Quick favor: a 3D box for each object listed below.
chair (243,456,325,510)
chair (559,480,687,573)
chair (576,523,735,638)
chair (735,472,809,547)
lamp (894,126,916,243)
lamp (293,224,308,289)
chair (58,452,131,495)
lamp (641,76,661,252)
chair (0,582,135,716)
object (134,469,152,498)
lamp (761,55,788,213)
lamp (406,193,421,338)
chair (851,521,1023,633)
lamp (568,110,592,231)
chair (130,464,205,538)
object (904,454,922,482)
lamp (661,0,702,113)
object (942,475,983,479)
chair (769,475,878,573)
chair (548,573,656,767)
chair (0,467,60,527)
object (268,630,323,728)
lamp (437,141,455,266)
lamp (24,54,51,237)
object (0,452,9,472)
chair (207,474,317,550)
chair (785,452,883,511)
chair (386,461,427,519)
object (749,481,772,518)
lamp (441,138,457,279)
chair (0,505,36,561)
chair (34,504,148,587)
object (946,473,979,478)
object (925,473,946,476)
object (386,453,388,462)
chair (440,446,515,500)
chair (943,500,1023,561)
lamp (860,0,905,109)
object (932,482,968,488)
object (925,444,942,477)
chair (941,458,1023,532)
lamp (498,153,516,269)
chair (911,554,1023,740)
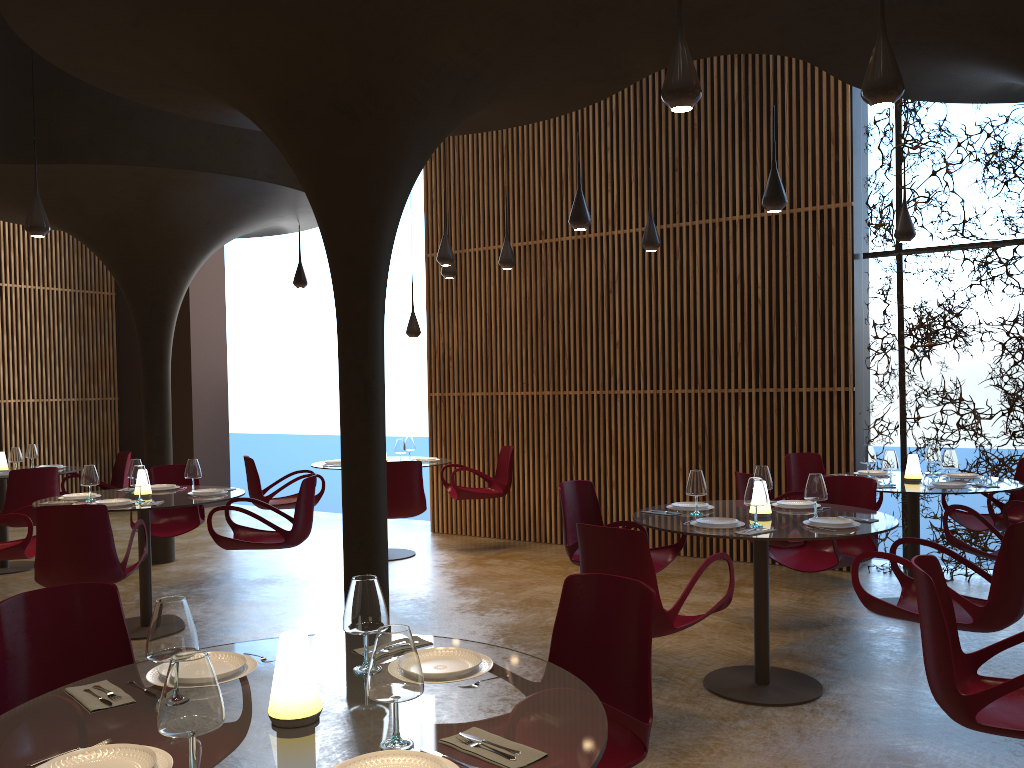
[{"bbox_3d":[-2.665,1.137,10.321,0.872,0.636,0.625,-1,1,-22],"label":"chair"},{"bbox_3d":[0.776,1.065,6.620,0.872,0.636,0.624,-1,1,38],"label":"chair"},{"bbox_3d":[0.763,1.061,4.980,0.625,0.636,0.872,0,1,43],"label":"chair"},{"bbox_3d":[2.301,1.040,7.408,0.872,0.636,0.625,-1,1,-17],"label":"chair"},{"bbox_3d":[3.698,-4.495,8.393,0.196,6.280,0.196,-2,2,-32],"label":"lamp"},{"bbox_3d":[-2.776,-4.370,11.336,0.196,6.280,0.196,-1,1,8],"label":"lamp"},{"bbox_3d":[-5.189,1.185,11.000,0.872,0.636,0.625,-1,1,-39],"label":"chair"},{"bbox_3d":[1.314,-4.451,8.664,0.196,6.280,0.196,-1,1,8],"label":"lamp"},{"bbox_3d":[-1.445,1.096,3.164,0.872,0.636,0.624,-1,1,38],"label":"chair"},{"bbox_3d":[-3.155,0.847,7.577,0.144,0.232,0.142,-1,1,26],"label":"object"},{"bbox_3d":[1.966,-4.468,6.757,0.196,6.280,0.196,-1,1,-12],"label":"lamp"},{"bbox_3d":[-1.320,-3.730,11.298,0.196,6.280,0.196,-1,1,8],"label":"lamp"},{"bbox_3d":[2.451,1.030,4.965,0.872,0.636,0.624,-1,1,43],"label":"chair"},{"bbox_3d":[0.519,-4.440,7.404,0.196,6.280,0.196,-1,1,-12],"label":"lamp"},{"bbox_3d":[-3.361,1.146,8.725,0.625,0.636,0.872,-1,0,-14],"label":"chair"},{"bbox_3d":[3.491,0.727,7.713,0.144,0.232,0.142,-1,1,-2],"label":"object"},{"bbox_3d":[0.755,-4.453,4.166,0.196,6.280,0.196,-2,1,-22],"label":"lamp"},{"bbox_3d":[3.999,0.825,7.874,0.332,0.014,0.331,-1,0,25],"label":"object"},{"bbox_3d":[2.332,1.037,6.600,0.872,0.636,0.625,-1,1,-42],"label":"chair"},{"bbox_3d":[0.111,1.068,3.145,0.872,0.636,0.625,-1,1,-42],"label":"chair"},{"bbox_3d":[-5.146,1.180,9.361,0.624,0.636,0.872,-2,1,-44],"label":"chair"},{"bbox_3d":[-0.585,0.786,2.385,0.144,0.232,0.142,-1,1,8],"label":"object"},{"bbox_3d":[-0.768,-4.411,9.445,0.196,6.280,0.196,-2,2,-29],"label":"lamp"},{"bbox_3d":[-3.978,-4.359,7.254,0.196,6.280,0.196,0,2,38],"label":"lamp"},{"bbox_3d":[-5.919,0.904,10.274,0.144,0.232,0.142,-1,1,11],"label":"object"},{"bbox_3d":[-2.143,1.121,7.755,0.872,0.636,0.625,-1,1,-4],"label":"chair"},{"bbox_3d":[3.132,1.028,8.821,0.625,0.636,0.872,-1,0,-22],"label":"chair"},{"bbox_3d":[-1.251,1.110,9.490,0.625,0.636,0.872,-1,0,-17],"label":"chair"},{"bbox_3d":[1.636,0.756,5.841,0.144,0.232,0.142,-1,1,-12],"label":"object"},{"bbox_3d":[-0.811,-4.407,10.562,0.196,6.280,0.196,0,2,41],"label":"lamp"},{"bbox_3d":[-4.377,1.161,7.438,0.872,0.636,0.625,-1,1,-9],"label":"chair"},{"bbox_3d":[-3.052,1.134,6.390,0.625,0.636,0.872,-1,0,-9],"label":"chair"},{"bbox_3d":[3.998,0.815,7.874,0.263,0.029,0.263,-1,0,-20],"label":"object"},{"bbox_3d":[3.963,0.833,8.174,0.262,0.017,0.126,-1,0,-10],"label":"object"},{"bbox_3d":[-1.569,0.827,10.677,0.142,0.232,0.144,-1,1,18],"label":"object"},{"bbox_3d":[-0.395,1.098,10.944,0.872,0.636,0.625,-1,1,-17],"label":"chair"},{"bbox_3d":[3.756,1.011,6.550,0.625,0.636,0.872,-1,0,-17],"label":"chair"},{"bbox_3d":[1.718,-4.471,4.170,0.196,6.280,0.196,-2,1,-22],"label":"lamp"},{"bbox_3d":[3.548,0.821,7.188,0.263,0.029,0.263,-1,0,26],"label":"object"},{"bbox_3d":[3.799,0.692,7.995,0.142,0.295,0.142,0,2,45],"label":"object"},{"bbox_3d":[4.470,1.002,8.026,0.872,0.636,0.625,-1,1,-12],"label":"chair"},{"bbox_3d":[-0.109,-4.422,9.801,0.196,6.280,0.196,0,2,41],"label":"lamp"},{"bbox_3d":[2.035,1.034,3.455,0.872,0.636,0.624,-1,1,28],"label":"chair"}]
